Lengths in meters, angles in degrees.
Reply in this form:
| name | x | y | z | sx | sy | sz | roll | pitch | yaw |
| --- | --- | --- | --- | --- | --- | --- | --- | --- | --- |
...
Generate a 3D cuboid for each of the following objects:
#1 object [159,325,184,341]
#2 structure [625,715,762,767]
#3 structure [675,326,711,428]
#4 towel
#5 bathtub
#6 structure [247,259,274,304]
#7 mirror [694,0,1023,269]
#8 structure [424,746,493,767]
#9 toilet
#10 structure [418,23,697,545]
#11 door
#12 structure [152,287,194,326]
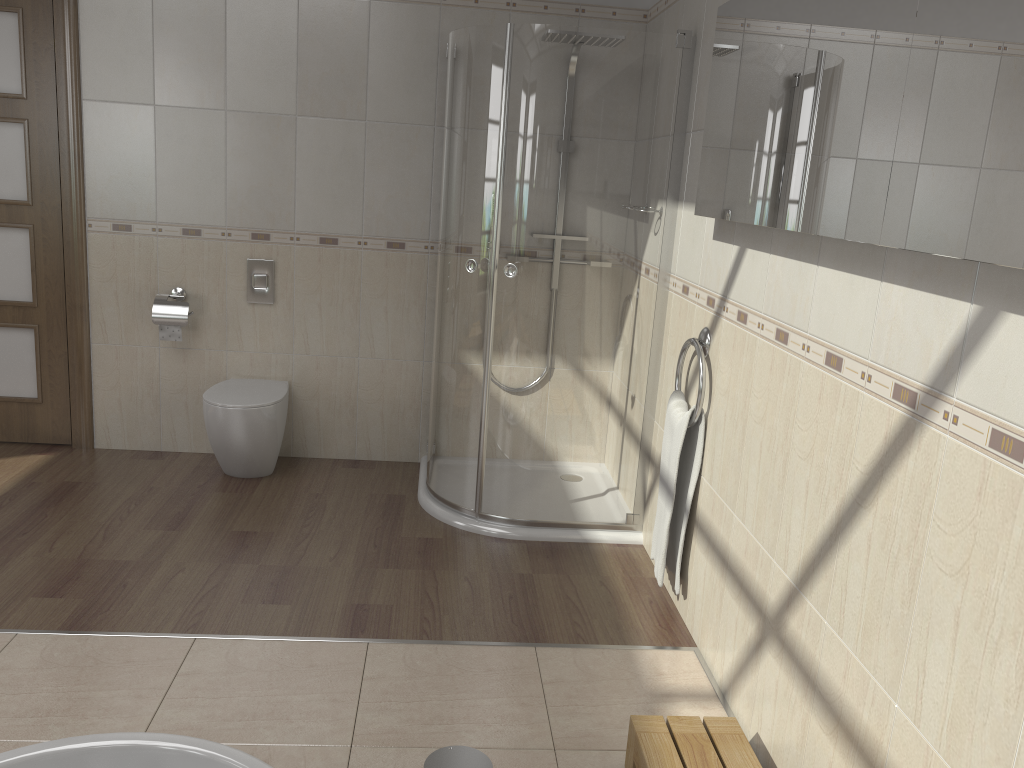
| name | x | y | z | sx | sy | sz | roll | pitch | yaw |
| --- | --- | --- | --- | --- | --- | --- | --- | --- | --- |
| object | -1.516 | -0.272 | 3.963 | 0.098 | 0.151 | 0.090 | 3 | 13 | -5 |
| structure | 0.455 | 1.016 | 1.534 | 0.260 | 0.140 | 1.280 | 3 | 13 | -5 |
| structure | 0.584 | -0.022 | 2.846 | 0.051 | 0.332 | 0.291 | 3 | 13 | -5 |
| towel | 0.536 | 0.350 | 2.923 | 0.083 | 0.635 | 0.280 | 3 | 13 | -4 |
| bathtub | -0.838 | 1.393 | 1.215 | 1.754 | 0.674 | 1.751 | 15 | 17 | 39 |
| structure | -1.146 | -0.467 | 4.043 | 0.120 | 0.200 | 0.010 | 3 | 13 | -5 |
| mirror | 0.716 | -0.398 | 0.917 | 0.005 | 0.600 | 3.600 | 3 | 13 | -5 |
| structure | -0.120 | 0.888 | 1.923 | 0.150 | 0.131 | 0.150 | 1 | 13 | -15 |
| toilet | -1.174 | 0.216 | 3.942 | 0.337 | 0.388 | 0.519 | 3 | 13 | -5 |
| structure | 0.104 | -0.423 | 3.687 | 0.900 | 1.917 | 0.900 | 3 | 13 | -5 |
| door | -2.430 | -0.724 | 3.913 | 0.861 | 2.026 | 0.102 | 2 | 13 | -7 |
| structure | -1.506 | -0.348 | 3.970 | 0.170 | 0.151 | 0.154 | 3 | 13 | -5 |
